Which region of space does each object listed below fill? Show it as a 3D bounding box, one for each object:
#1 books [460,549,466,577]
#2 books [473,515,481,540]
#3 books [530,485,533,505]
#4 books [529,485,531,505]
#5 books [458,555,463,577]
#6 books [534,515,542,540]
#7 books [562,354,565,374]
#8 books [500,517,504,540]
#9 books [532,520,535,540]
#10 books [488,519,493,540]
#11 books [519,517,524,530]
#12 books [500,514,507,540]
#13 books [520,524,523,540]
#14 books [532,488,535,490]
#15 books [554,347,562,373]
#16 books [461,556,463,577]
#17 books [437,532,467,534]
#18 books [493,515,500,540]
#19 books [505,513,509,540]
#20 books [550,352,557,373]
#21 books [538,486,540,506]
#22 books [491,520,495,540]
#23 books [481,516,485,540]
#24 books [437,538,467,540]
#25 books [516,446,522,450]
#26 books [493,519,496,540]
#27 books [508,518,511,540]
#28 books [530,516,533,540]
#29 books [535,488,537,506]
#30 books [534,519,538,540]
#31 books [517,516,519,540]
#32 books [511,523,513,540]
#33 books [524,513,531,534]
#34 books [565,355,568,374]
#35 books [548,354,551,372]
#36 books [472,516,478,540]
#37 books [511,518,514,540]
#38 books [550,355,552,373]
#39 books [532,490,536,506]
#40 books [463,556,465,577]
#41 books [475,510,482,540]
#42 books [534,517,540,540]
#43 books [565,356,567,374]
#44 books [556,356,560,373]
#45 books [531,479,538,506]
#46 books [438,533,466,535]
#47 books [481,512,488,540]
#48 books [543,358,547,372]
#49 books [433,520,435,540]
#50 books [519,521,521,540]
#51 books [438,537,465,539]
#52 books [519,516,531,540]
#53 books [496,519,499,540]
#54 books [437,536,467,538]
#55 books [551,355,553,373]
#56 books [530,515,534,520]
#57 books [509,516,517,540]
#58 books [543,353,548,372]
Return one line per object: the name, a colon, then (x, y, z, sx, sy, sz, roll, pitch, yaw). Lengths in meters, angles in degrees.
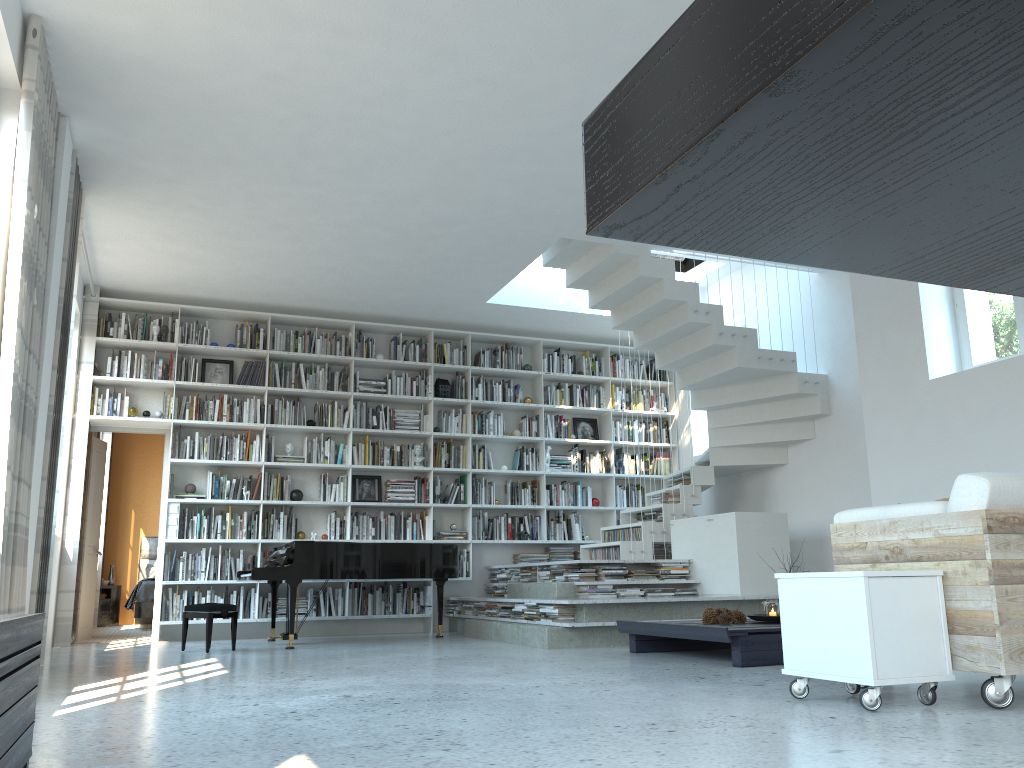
books: (-0.506, 1.845, 9.117, 0.021, 0.284, 0.173, 4, -13, -21)
books: (-0.372, 1.521, 9.333, 0.023, 0.262, 0.187, 4, -13, -21)
books: (0.186, 1.225, 9.649, 0.021, 0.231, 0.155, 4, -13, -21)
books: (0.158, 1.221, 9.625, 0.018, 0.229, 0.182, 4, -13, -21)
books: (-0.546, 1.870, 9.088, 0.026, 0.224, 0.175, 4, -13, -21)
books: (0.279, 1.566, 9.600, 0.025, 0.272, 0.171, 4, -13, -21)
books: (0.564, -0.198, 10.099, 0.014, 0.261, 0.168, 4, -13, -21)
books: (-0.127, 1.546, 9.437, 0.025, 0.252, 0.182, 4, -13, -21)
books: (0.204, 1.586, 9.564, 0.013, 0.219, 0.168, 4, -13, -21)
books: (-0.255, 1.549, 9.392, 0.065, 0.231, 0.162, 4, -13, -21)
books: (0.095, 1.566, 9.532, 0.012, 0.248, 0.165, 4, -13, -21)
books: (-0.093, 1.537, 9.473, 0.012, 0.284, 0.160, 4, -13, -21)
books: (0.080, 1.597, 9.516, 0.025, 0.180, 0.169, 4, -13, -21)
books: (0.218, 1.240, 9.661, 0.016, 0.204, 0.141, 4, -13, -21)
books: (0.524, -0.236, 10.087, 0.014, 0.331, 0.181, 4, -13, -21)
books: (-0.534, 1.874, 9.110, 0.012, 0.225, 0.149, 4, -13, -21)
books: (-0.624, 1.546, 9.187, 0.285, 0.012, 0.160, 3, -13, -17)
books: (-0.160, 1.539, 9.437, 0.014, 0.267, 0.172, 4, -13, -21)
books: (-0.074, 1.529, 9.458, 0.012, 0.292, 0.175, 4, -13, -21)
books: (0.464, -0.212, 10.067, 0.048, 0.277, 0.150, 4, -13, -21)
books: (0.270, 1.236, 9.688, 0.009, 0.223, 0.146, 4, -13, -21)
books: (-0.219, 1.558, 9.405, 0.011, 0.216, 0.176, 4, -13, -21)
books: (-0.328, 1.528, 9.351, 0.023, 0.256, 0.178, 4, -13, -21)
books: (-0.624, 1.606, 9.177, 0.285, 0.012, 0.160, 3, -13, -16)
books: (0.082, 0.834, 9.704, 0.016, 0.289, 0.135, 4, -13, -21)
books: (-0.205, 1.553, 9.423, 0.029, 0.234, 0.142, 4, -13, -21)
books: (-0.055, 1.555, 9.463, 0.031, 0.243, 0.185, 4, -13, -21)
books: (0.183, 1.565, 9.573, 0.021, 0.264, 0.150, 4, -13, -21)
books: (0.235, 1.240, 9.657, 0.013, 0.203, 0.159, 4, -13, -21)
books: (0.235, 1.583, 9.571, 0.025, 0.227, 0.176, 4, -13, -21)
books: (0.033, 1.555, 9.512, 0.026, 0.262, 0.170, 4, -13, -21)
books: (-0.034, 1.563, 9.486, 0.025, 0.237, 0.157, 4, -13, -21)
books: (0.168, 1.550, 9.569, 0.013, 0.293, 0.135, 4, -13, -21)
books: (0.597, -0.189, 10.121, 0.021, 0.253, 0.151, 4, -13, -21)
books: (0.385, -0.202, 10.024, 0.026, 0.241, 0.185, 4, -13, -21)
books: (-0.396, 1.528, 9.343, 0.012, 0.253, 0.161, 4, -13, -21)
books: (-0.016, 1.564, 9.501, 0.021, 0.242, 0.131, 4, -13, -21)
books: (0.405, -0.193, 10.039, 0.024, 0.230, 0.169, 4, -13, -21)
books: (0.214, 1.245, 9.627, 0.016, 0.180, 0.189, 4, -13, -21)
books: (-0.517, 1.878, 9.097, 0.011, 0.211, 0.179, 4, -13, -21)
books: (-0.357, 1.496, 9.345, 0.010, 0.315, 0.187, 4, -13, -21)
books: (0.256, 1.571, 9.589, 0.026, 0.257, 0.157, 4, -13, -21)
books: (0.580, -0.184, 10.103, 0.022, 0.235, 0.172, 4, -13, -21)
books: (0.500, -0.186, 10.078, 0.030, 0.230, 0.148, 4, -13, -21)
books: (0.247, 1.194, 9.663, 0.007, 0.295, 0.162, 4, -13, -21)
books: (-0.622, 1.556, 9.176, 0.254, 0.012, 0.161, 4, -14, -21)
books: (-0.303, 1.511, 9.363, 0.030, 0.293, 0.189, 4, -13, -21)
books: (0.341, -0.177, 9.993, 0.022, 0.182, 0.190, 4, -13, -21)
books: (-0.828, 1.521, 9.180, 0.030, 0.210, 0.137, 4, -13, -21)
books: (0.055, 1.582, 9.517, 0.022, 0.210, 0.136, 4, -13, -21)
books: (-0.624, 1.593, 9.176, 0.254, 0.012, 0.161, 3, -13, -15)
books: (0.133, 1.559, 9.543, 0.070, 0.266, 0.186, 4, -13, -21)
books: (-0.179, 1.557, 9.428, 0.024, 0.227, 0.160, 4, -13, -21)
books: (-0.623, 1.581, 9.177, 0.285, 0.012, 0.160, 3, -13, -18)
books: (0.423, -0.197, 10.066, 0.027, 0.249, 0.140, 4, -13, -21)
books: (0.206, 1.562, 9.598, 0.012, 0.281, 0.144, 4, -13, -21)
books: (0.012, 1.552, 9.496, 0.026, 0.262, 0.173, 4, -13, -21)
books: (0.359, -0.207, 10.020, 0.025, 0.250, 0.178, 4, -13, -21)
